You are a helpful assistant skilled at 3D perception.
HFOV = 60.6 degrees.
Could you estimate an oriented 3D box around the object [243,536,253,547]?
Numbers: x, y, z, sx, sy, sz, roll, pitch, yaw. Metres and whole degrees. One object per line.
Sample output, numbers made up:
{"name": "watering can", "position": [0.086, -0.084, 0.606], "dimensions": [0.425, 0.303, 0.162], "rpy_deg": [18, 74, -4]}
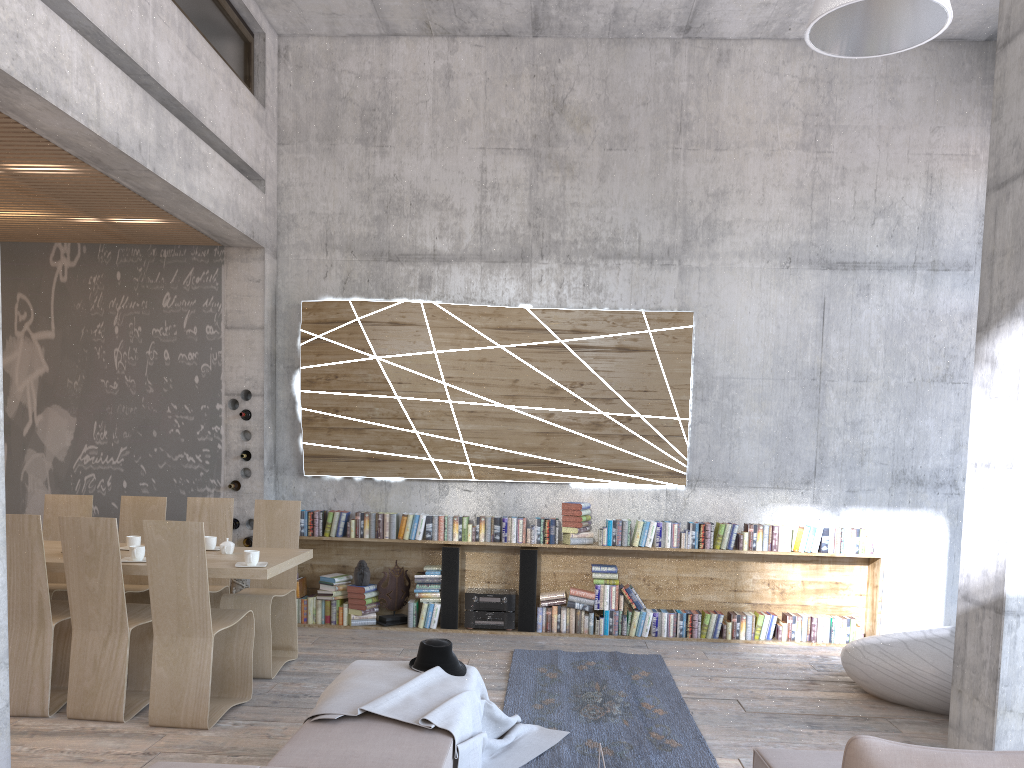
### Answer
{"name": "object", "position": [-2.270, 1.377, 7.723], "dimensions": [0.095, 0.095, 0.337], "rpy_deg": [2, -3, 3]}

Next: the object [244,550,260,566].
{"name": "object", "position": [-1.570, 1.055, 5.308], "dimensions": [0.093, 0.089, 0.116], "rpy_deg": [1, 0, -44]}

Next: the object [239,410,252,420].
{"name": "object", "position": [-2.290, 0.269, 7.597], "dimensions": [0.090, 0.090, 0.334], "rpy_deg": [2, -3, 3]}

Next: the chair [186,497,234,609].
{"name": "chair", "position": [-2.296, 1.440, 6.363], "dimensions": [0.349, 1.203, 0.716], "rpy_deg": [1, 2, -2]}

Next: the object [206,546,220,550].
{"name": "object", "position": [-2.075, 1.132, 6.029], "dimensions": [0.185, 0.014, 0.185], "rpy_deg": [1, -4, 6]}

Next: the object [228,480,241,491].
{"name": "object", "position": [-2.399, 0.885, 7.651], "dimensions": [0.095, 0.095, 0.337], "rpy_deg": [2, -3, 3]}

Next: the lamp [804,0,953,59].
{"name": "lamp", "position": [1.184, 0.107, 1.867], "dimensions": [0.756, 3.448, 2.612], "rpy_deg": [1, 2, -10]}

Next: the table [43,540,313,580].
{"name": "table", "position": [-4.025, 1.494, 5.821], "dimensions": [5.185, 0.931, 1.008], "rpy_deg": [1, 0, 2]}

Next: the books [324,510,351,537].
{"name": "books", "position": [-1.544, 1.232, 7.747], "dimensions": [0.199, 0.230, 0.188], "rpy_deg": [2, 1, 3]}

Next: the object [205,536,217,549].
{"name": "object", "position": [-2.082, 1.093, 6.030], "dimensions": [0.093, 0.089, 0.116], "rpy_deg": [1, 0, -33]}

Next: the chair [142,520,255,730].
{"name": "chair", "position": [-1.841, 1.376, 5.217], "dimensions": [0.349, 1.203, 0.717], "rpy_deg": [2, 2, 6]}

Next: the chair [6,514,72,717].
{"name": "chair", "position": [-2.848, 1.356, 5.339], "dimensions": [0.349, 1.203, 0.717], "rpy_deg": [2, 2, 0]}

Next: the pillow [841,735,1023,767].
{"name": "pillow", "position": [1.061, 1.116, 2.121], "dimensions": [0.563, 0.562, 0.219], "rpy_deg": [2, 4, 5]}

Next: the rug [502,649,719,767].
{"name": "rug", "position": [0.534, 2.041, 5.550], "dimensions": [1.162, 0.049, 2.913], "rpy_deg": [1, -4, 3]}

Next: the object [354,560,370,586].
{"name": "object", "position": [-1.316, 1.656, 7.694], "dimensions": [0.145, 0.231, 0.134], "rpy_deg": [2, 3, 0]}

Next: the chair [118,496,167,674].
{"name": "chair", "position": [-2.805, 1.422, 6.304], "dimensions": [0.349, 1.203, 0.717], "rpy_deg": [2, 2, 3]}

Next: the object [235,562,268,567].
{"name": "object", "position": [-1.581, 1.098, 5.321], "dimensions": [0.185, 0.014, 0.185], "rpy_deg": [2, -4, -11]}

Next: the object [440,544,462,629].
{"name": "object", "position": [-0.538, 1.811, 7.785], "dimensions": [0.152, 0.766, 0.270], "rpy_deg": [2, 4, 3]}

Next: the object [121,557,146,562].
{"name": "object", "position": [-2.305, 1.083, 5.393], "dimensions": [0.185, 0.014, 0.185], "rpy_deg": [2, -4, -11]}

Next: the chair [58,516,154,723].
{"name": "chair", "position": [-2.344, 1.368, 5.301], "dimensions": [0.349, 1.203, 0.717], "rpy_deg": [2, 3, 8]}

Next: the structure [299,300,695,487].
{"name": "structure", "position": [-0.144, 0.088, 7.597], "dimensions": [3.411, 1.550, 0.355], "rpy_deg": [1, 4, 2]}

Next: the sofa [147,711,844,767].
{"name": "sofa", "position": [0.163, 1.483, 3.242], "dimensions": [2.996, 0.790, 3.006], "rpy_deg": [1, -3, 3]}

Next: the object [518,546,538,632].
{"name": "object", "position": [0.141, 1.827, 7.756], "dimensions": [0.152, 0.766, 0.270], "rpy_deg": [2, 4, 3]}

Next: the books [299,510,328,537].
{"name": "books", "position": [-1.900, 1.224, 7.749], "dimensions": [0.489, 0.222, 0.214], "rpy_deg": [1, 1, 2]}

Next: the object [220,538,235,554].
{"name": "object", "position": [-1.891, 1.077, 5.824], "dimensions": [0.089, 0.112, 0.122], "rpy_deg": [1, 0, -6]}

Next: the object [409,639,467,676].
{"name": "object", "position": [-0.387, 1.427, 4.597], "dimensions": [0.302, 0.170, 0.297], "rpy_deg": [2, -2, -10]}

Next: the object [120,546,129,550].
{"name": "object", "position": [-2.552, 1.112, 5.927], "dimensions": [0.185, 0.014, 0.185], "rpy_deg": [1, -4, 16]}

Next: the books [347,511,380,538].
{"name": "books", "position": [-1.298, 1.239, 7.727], "dimensions": [0.278, 0.222, 0.208], "rpy_deg": [2, 1, 1]}

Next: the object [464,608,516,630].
{"name": "object", "position": [-0.190, 2.075, 7.774], "dimensions": [0.440, 0.165, 0.292], "rpy_deg": [1, -2, 3]}

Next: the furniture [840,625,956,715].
{"name": "furniture", "position": [3.160, 1.929, 6.022], "dimensions": [1.624, 0.816, 1.795], "rpy_deg": [0, -3, 40]}

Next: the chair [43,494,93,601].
{"name": "chair", "position": [-3.313, 1.406, 6.265], "dimensions": [0.349, 1.203, 0.716], "rpy_deg": [1, 2, -3]}

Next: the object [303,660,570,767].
{"name": "object", "position": [-0.417, 1.683, 4.450], "dimensions": [1.042, 0.505, 1.596], "rpy_deg": [1, -3, 21]}

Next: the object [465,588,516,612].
{"name": "object", "position": [-0.186, 1.912, 7.755], "dimensions": [0.440, 0.162, 0.303], "rpy_deg": [1, -2, 3]}

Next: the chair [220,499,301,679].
{"name": "chair", "position": [-1.792, 1.449, 6.293], "dimensions": [0.349, 1.203, 0.717], "rpy_deg": [2, 2, 3]}

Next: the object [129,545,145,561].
{"name": "object", "position": [-2.294, 1.040, 5.380], "dimensions": [0.093, 0.089, 0.116], "rpy_deg": [1, 0, -44]}

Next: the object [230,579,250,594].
{"name": "object", "position": [-2.341, 1.772, 7.523], "dimensions": [0.248, 0.688, 0.269], "rpy_deg": [-1, 4, -35]}

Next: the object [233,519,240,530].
{"name": "object", "position": [-2.436, 1.235, 7.762], "dimensions": [0.090, 0.090, 0.334], "rpy_deg": [2, -3, 3]}

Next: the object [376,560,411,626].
{"name": "object", "position": [-1.046, 1.845, 7.813], "dimensions": [0.343, 0.573, 0.195], "rpy_deg": [0, 4, -37]}

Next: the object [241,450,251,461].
{"name": "object", "position": [-2.298, 0.627, 7.664], "dimensions": [0.093, 0.094, 0.346], "rpy_deg": [2, -3, 3]}

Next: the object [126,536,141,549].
{"name": "object", "position": [-2.558, 1.073, 5.929], "dimensions": [0.093, 0.089, 0.116], "rpy_deg": [1, -1, -23]}
